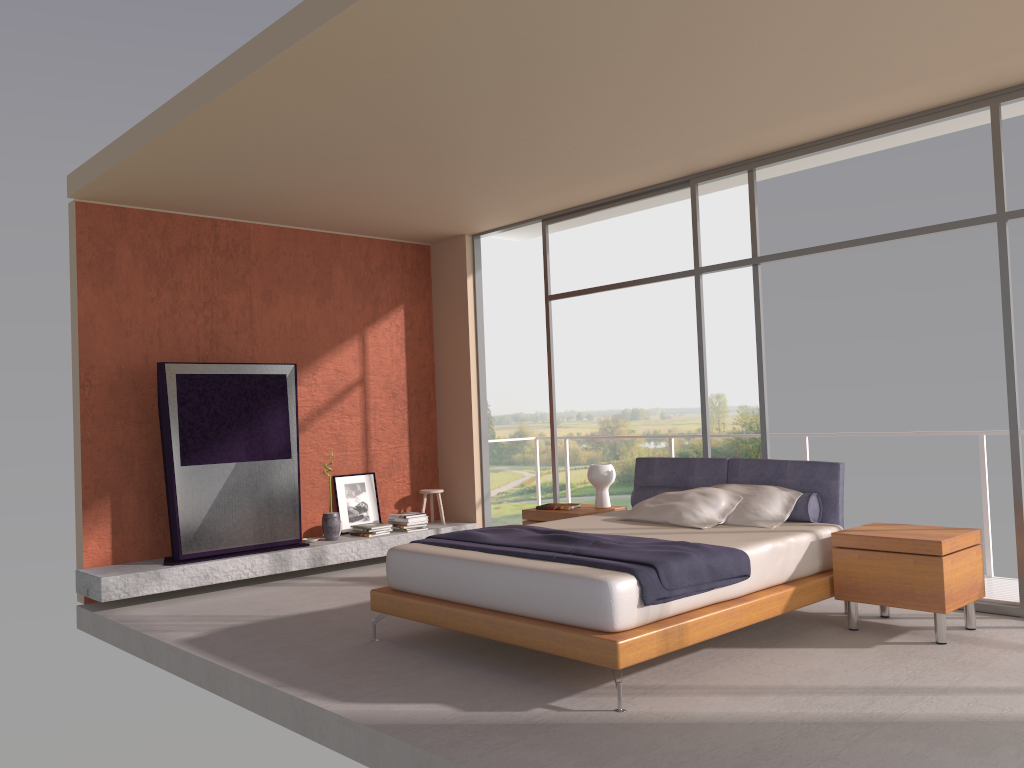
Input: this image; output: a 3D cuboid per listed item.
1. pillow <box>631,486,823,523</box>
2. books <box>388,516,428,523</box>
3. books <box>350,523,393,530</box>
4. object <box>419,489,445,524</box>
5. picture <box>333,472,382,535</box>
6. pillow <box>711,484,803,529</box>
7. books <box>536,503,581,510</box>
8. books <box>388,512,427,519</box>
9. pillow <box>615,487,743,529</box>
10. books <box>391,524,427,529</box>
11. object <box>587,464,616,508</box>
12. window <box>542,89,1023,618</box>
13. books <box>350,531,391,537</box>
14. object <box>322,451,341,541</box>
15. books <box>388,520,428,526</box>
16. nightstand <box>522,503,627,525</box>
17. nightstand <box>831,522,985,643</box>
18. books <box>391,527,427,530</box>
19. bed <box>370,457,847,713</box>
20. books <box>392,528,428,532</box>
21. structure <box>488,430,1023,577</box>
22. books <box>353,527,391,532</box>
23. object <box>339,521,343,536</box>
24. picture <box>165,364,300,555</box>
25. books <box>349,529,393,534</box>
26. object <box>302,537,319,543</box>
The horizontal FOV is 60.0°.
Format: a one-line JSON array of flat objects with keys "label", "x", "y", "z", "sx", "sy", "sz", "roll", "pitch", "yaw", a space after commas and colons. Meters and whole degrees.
[{"label": "pillow", "x": 1.447, "y": 0.828, "z": 6.172, "sx": 0.205, "sy": 0.201, "sz": 1.470, "roll": 0, "pitch": -3, "yaw": -43}, {"label": "books", "x": -0.994, "y": 1.288, "z": 8.487, "sx": 0.319, "sy": 0.038, "sz": 0.247, "roll": -4, "pitch": -3, "yaw": 45}, {"label": "books", "x": -1.304, "y": 1.320, "z": 8.236, "sx": 0.328, "sy": 0.018, "sz": 0.247, "roll": -4, "pitch": -3, "yaw": 44}, {"label": "object", "x": -0.788, "y": 1.232, "z": 8.871, "sx": 0.260, "sy": 0.349, "sz": 0.257, "roll": -3, "pitch": -2, "yaw": 17}, {"label": "picture", "x": -1.474, "y": 1.137, "z": 8.485, "sx": 0.458, "sy": 0.550, "sz": 0.117, "roll": 0, "pitch": -3, "yaw": -43}, {"label": "pillow", "x": 1.483, "y": 0.805, "z": 5.835, "sx": 0.400, "sy": 0.265, "sz": 0.791, "roll": -1, "pitch": -3, "yaw": -40}, {"label": "books", "x": 0.374, "y": 0.984, "z": 7.116, "sx": 0.287, "sy": 0.025, "sz": 0.247, "roll": -3, "pitch": -2, "yaw": 28}, {"label": "books", "x": -1.000, "y": 1.257, "z": 8.493, "sx": 0.247, "sy": 0.025, "sz": 0.287, "roll": 0, "pitch": -3, "yaw": -43}, {"label": "pillow", "x": 1.106, "y": 0.835, "z": 5.974, "sx": 0.431, "sy": 0.264, "sz": 0.869, "roll": -1, "pitch": -2, "yaw": -35}, {"label": "books", "x": -0.982, "y": 1.347, "z": 8.469, "sx": 0.247, "sy": 0.025, "sz": 0.287, "roll": -1, "pitch": -2, "yaw": -32}, {"label": "object", "x": 0.714, "y": 0.809, "z": 7.042, "sx": 0.224, "sy": 0.338, "sz": 0.224, "roll": -1, "pitch": -2, "yaw": -31}, {"label": "window", "x": 2.400, "y": -0.127, "z": 5.988, "sx": 0.075, "sy": 3.133, "sz": 6.106, "roll": 0, "pitch": -3, "yaw": -43}, {"label": "books", "x": -1.313, "y": 1.387, "z": 8.225, "sx": 0.287, "sy": 0.025, "sz": 0.247, "roll": -4, "pitch": -3, "yaw": 44}, {"label": "object", "x": -1.635, "y": 0.999, "z": 7.977, "sx": 0.165, "sy": 0.810, "sz": 0.165, "roll": -2, "pitch": -2, "yaw": -19}, {"label": "books", "x": -0.993, "y": 1.321, "z": 8.486, "sx": 0.247, "sy": 0.027, "sz": 0.328, "roll": -1, "pitch": -3, "yaw": -41}, {"label": "nightstand", "x": 0.507, "y": 1.268, "z": 7.066, "sx": 0.562, "sy": 0.556, "sz": 0.628, "roll": 0, "pitch": -3, "yaw": -43}, {"label": "nightstand", "x": 2.290, "y": 1.128, "z": 5.123, "sx": 0.562, "sy": 0.556, "sz": 0.628, "roll": 0, "pitch": -3, "yaw": -43}, {"label": "books", "x": -0.995, "y": 1.370, "z": 8.489, "sx": 0.247, "sy": 0.018, "sz": 0.287, "roll": 0, "pitch": -3, "yaw": -43}, {"label": "bed", "x": 0.685, "y": 1.012, "z": 5.477, "sx": 2.462, "sy": 0.959, "sz": 2.017, "roll": 0, "pitch": -3, "yaw": -43}, {"label": "books", "x": -0.991, "y": 1.388, "z": 8.484, "sx": 0.247, "sy": 0.018, "sz": 0.328, "roll": -1, "pitch": -3, "yaw": -41}, {"label": "structure", "x": 2.603, "y": 0.864, "z": 6.368, "sx": 0.728, "sy": 1.005, "sz": 7.689, "roll": 0, "pitch": -3, "yaw": -43}, {"label": "books", "x": -1.299, "y": 1.341, "z": 8.233, "sx": 0.247, "sy": 0.025, "sz": 0.287, "roll": -1, "pitch": -3, "yaw": -40}, {"label": "object", "x": -1.651, "y": 1.343, "z": 8.168, "sx": 0.179, "sy": 0.137, "sz": 0.180, "roll": -1, "pitch": -2, "yaw": -30}, {"label": "picture", "x": -2.261, "y": 0.581, "z": 7.309, "sx": 1.129, "sy": 1.496, "sz": 0.126, "roll": 0, "pitch": -3, "yaw": -43}, {"label": "books", "x": -1.310, "y": 1.364, "z": 8.241, "sx": 0.328, "sy": 0.018, "sz": 0.247, "roll": -4, "pitch": -2, "yaw": 32}, {"label": "object", "x": -1.790, "y": 1.395, "z": 7.882, "sx": 0.152, "sy": 0.040, "sz": 0.152, "roll": -2, "pitch": -2, "yaw": -8}]
